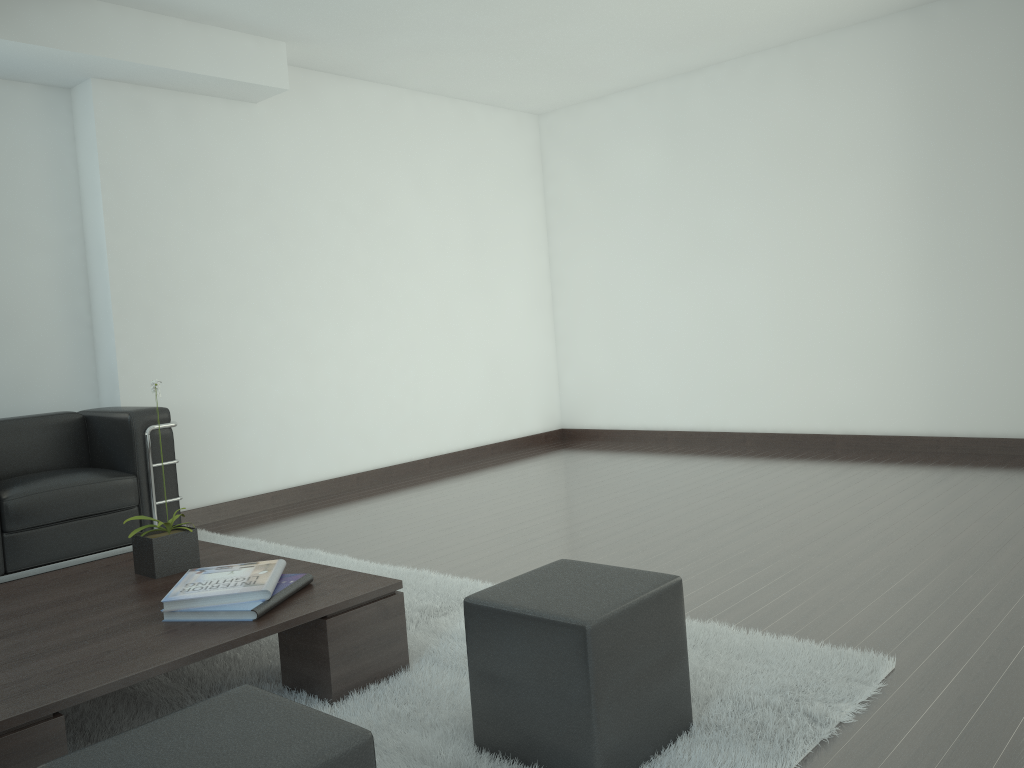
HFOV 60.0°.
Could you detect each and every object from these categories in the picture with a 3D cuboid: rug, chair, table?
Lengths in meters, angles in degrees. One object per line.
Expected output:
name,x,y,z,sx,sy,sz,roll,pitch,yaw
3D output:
rug,-2.368,1.459,3.900,6.248,0.110,5.179,-1,5,42
chair,-3.447,0.825,6.548,1.122,1.169,1.649,-2,4,42
table,-1.838,1.223,3.973,1.935,0.441,1.924,-1,5,42

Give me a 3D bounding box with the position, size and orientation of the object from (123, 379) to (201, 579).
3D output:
object,-1.814,0.468,4.535,0.252,0.991,0.336,-3,3,42

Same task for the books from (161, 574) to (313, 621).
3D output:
books,-1.192,0.934,3.899,0.446,0.045,0.519,-4,4,13

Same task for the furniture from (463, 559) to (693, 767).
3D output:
furniture,0.245,1.023,3.247,0.587,0.578,0.604,-2,4,42

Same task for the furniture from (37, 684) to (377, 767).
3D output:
furniture,-0.723,1.166,2.156,0.587,0.578,0.604,-2,4,42

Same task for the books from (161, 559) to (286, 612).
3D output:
books,-1.266,0.890,3.955,0.446,0.045,0.519,-5,4,-7
